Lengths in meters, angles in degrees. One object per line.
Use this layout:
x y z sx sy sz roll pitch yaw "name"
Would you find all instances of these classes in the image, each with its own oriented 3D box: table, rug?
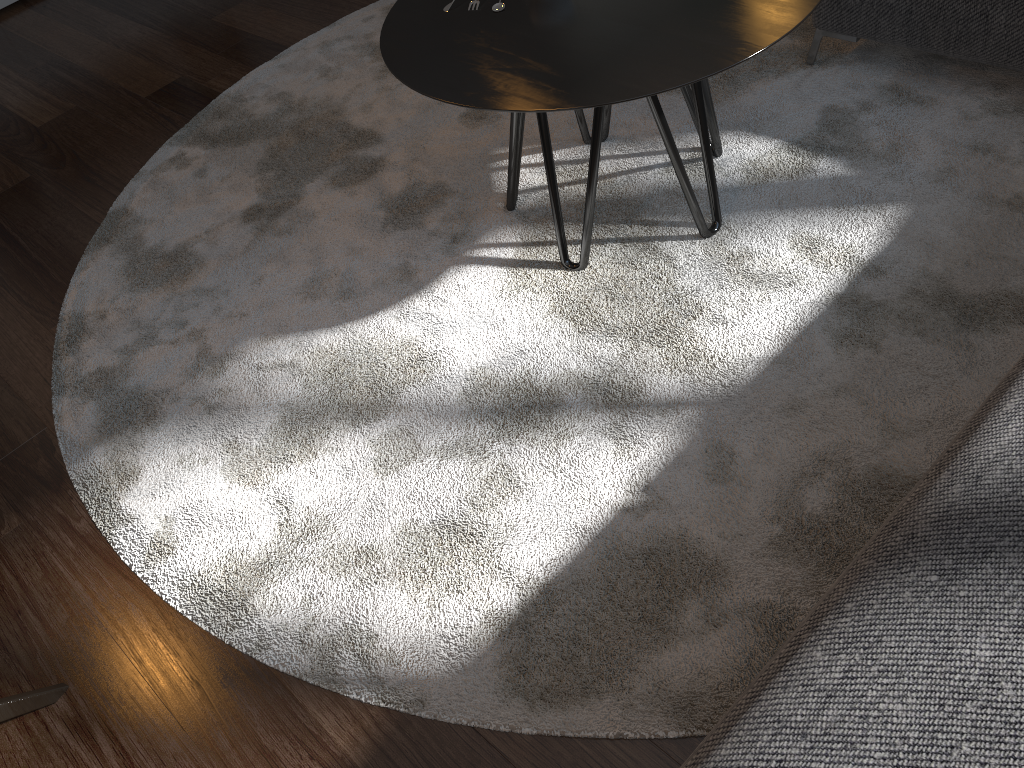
0.204 -0.582 1.846 0.834 0.490 0.830 -40 51 -21 "table"
0.271 -0.539 2.119 2.820 0.012 2.754 12 53 25 "rug"

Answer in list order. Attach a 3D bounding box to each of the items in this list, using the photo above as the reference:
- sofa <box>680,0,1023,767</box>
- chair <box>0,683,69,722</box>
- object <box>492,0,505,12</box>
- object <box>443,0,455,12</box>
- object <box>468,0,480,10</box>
0.976 -0.293 1.233 3.016 0.697 2.001 -41 51 -22 "sofa"
-1.079 0.309 1.246 0.583 0.695 0.510 30 61 35 "chair"
-0.017 -0.758 1.721 0.026 0.010 0.120 1 49 16 "object"
-0.090 -0.792 1.769 0.014 0.015 0.163 20 56 29 "object"
-0.051 -0.788 1.754 0.025 0.016 0.158 9 51 22 "object"
